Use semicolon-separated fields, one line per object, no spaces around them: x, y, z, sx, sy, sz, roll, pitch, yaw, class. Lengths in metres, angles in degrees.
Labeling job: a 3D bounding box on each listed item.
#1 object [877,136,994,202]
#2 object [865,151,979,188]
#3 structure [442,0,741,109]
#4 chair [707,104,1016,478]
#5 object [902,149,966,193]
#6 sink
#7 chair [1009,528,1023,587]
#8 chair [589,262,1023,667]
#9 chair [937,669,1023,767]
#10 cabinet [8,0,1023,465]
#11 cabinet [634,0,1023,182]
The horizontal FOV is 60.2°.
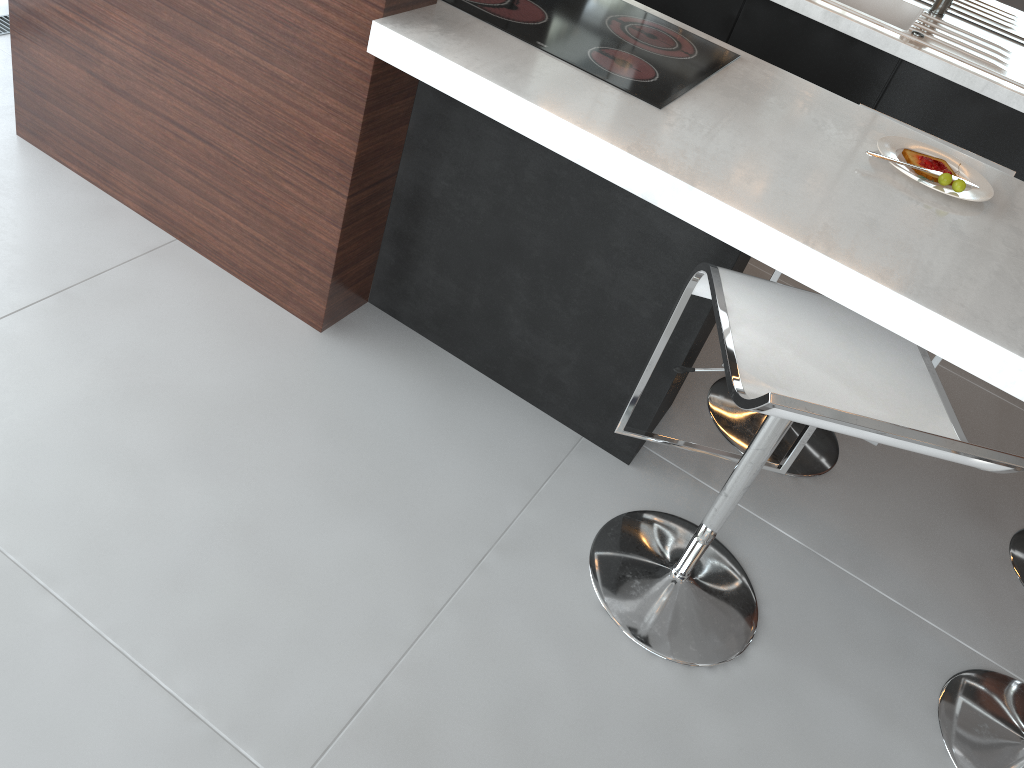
0.831;-0.421;1.745;0.238;0.018;0.249;14;39;-7;object
0.793;-0.417;1.709;0.248;0.008;0.027;12;39;-10;object
0.077;-0.813;1.919;0.772;0.055;0.519;31;40;15;structure
0.784;-0.177;2.049;0.399;0.710;0.479;29;38;10;chair
0.778;-1.075;2.333;0.139;0.213;1.961;10;40;-14;object
1.268;-1.201;2.809;0.863;0.473;0.518;32;39;15;sink
1.466;0.209;1.878;0.402;0.710;0.475;35;40;18;chair
0.406;0.159;1.516;0.395;0.680;0.484;14;38;-8;chair
1.035;0.451;1.434;0.471;0.680;0.406;-21;53;-40;chair
0.592;-0.886;1.413;3.373;2.450;0.809;32;39;15;cabinet
0.887;-1.863;2.691;3.519;2.452;0.726;32;39;15;cabinet
